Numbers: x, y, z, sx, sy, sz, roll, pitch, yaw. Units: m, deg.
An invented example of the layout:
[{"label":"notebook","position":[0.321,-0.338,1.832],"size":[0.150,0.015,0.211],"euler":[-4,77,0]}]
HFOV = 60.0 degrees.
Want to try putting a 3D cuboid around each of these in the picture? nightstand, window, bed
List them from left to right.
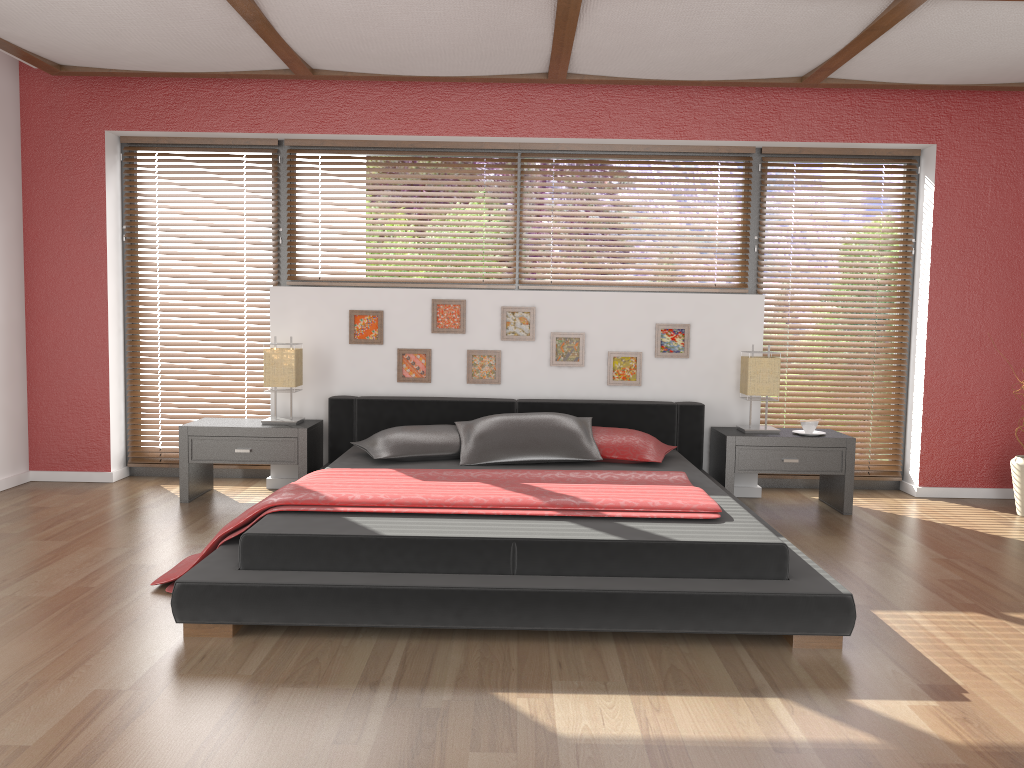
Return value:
[{"label":"window","position":[-1.919,-0.514,5.559],"size":[0.889,1.893,0.020],"euler":[1,4,0]},{"label":"nightstand","position":[-1.465,0.431,5.028],"size":[0.700,0.423,0.413],"euler":[1,4,0]},{"label":"bed","position":[-0.125,0.456,4.019],"size":[2.469,0.577,2.413],"euler":[1,4,0]},{"label":"window","position":[0.043,-1.020,5.507],"size":[2.817,0.786,0.020],"euler":[1,4,0]},{"label":"nightstand","position":[1.511,0.483,5.014],"size":[0.700,0.423,0.413],"euler":[1,4,0]},{"label":"window","position":[1.982,-0.445,5.540],"size":[0.889,1.893,0.020],"euler":[1,4,0]}]

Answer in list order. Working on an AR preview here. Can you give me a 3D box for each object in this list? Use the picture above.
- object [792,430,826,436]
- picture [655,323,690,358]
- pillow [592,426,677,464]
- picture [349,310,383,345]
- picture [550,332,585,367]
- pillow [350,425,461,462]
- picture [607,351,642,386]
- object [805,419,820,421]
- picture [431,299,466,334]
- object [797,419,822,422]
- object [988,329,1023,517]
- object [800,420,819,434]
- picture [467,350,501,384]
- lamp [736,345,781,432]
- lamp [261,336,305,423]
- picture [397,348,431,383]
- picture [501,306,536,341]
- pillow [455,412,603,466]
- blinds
[{"label":"object","position":[1.654,0.274,4.941],"size":[0.179,0.012,0.179],"euler":[3,5,25]},{"label":"picture","position":[0.942,-0.253,5.206],"size":[0.200,0.200,0.010],"euler":[1,4,0]},{"label":"pillow","position":[0.475,0.322,4.726],"size":[0.745,0.172,0.418],"euler":[3,5,19]},{"label":"picture","position":[-0.856,-0.333,5.211],"size":[0.200,0.200,0.010],"euler":[1,4,0]},{"label":"picture","position":[0.327,-0.203,5.214],"size":[0.200,0.200,0.010],"euler":[1,4,0]},{"label":"pillow","position":[-0.437,0.310,4.676],"size":[0.745,0.172,0.418],"euler":[-1,5,-24]},{"label":"picture","position":[0.664,-0.090,5.221],"size":[0.200,0.200,0.010],"euler":[1,4,0]},{"label":"object","position":[1.660,0.203,4.941],"size":[0.192,0.007,0.007],"euler":[-2,5,-35]},{"label":"picture","position":[-0.372,-0.396,5.203],"size":[0.200,0.200,0.010],"euler":[1,4,0]},{"label":"object","position":[1.652,0.204,4.919],"size":[0.192,0.007,0.007],"euler":[-2,5,-30]},{"label":"object","position":[2.801,0.210,4.864],"size":[0.422,1.035,0.364],"euler":[-1,5,-24]},{"label":"object","position":[1.655,0.241,4.939],"size":[0.099,0.069,0.099],"euler":[3,5,25]},{"label":"picture","position":[-0.165,-0.100,5.225],"size":[0.200,0.200,0.010],"euler":[1,4,0]},{"label":"lamp","position":[1.401,0.018,5.019],"size":[0.200,0.480,0.200],"euler":[1,4,0]},{"label":"lamp","position":[-1.297,-0.030,5.032],"size":[0.200,0.480,0.200],"euler":[1,4,0]},{"label":"picture","position":[-0.576,-0.108,5.227],"size":[0.200,0.200,0.010],"euler":[1,4,0]},{"label":"picture","position":[0.036,-0.354,5.204],"size":[0.200,0.200,0.010],"euler":[1,4,0]},{"label":"pillow","position":[0.076,0.274,4.584],"size":[0.744,0.241,0.386],"euler":[1,4,-4]},{"label":"blinds","position":[0.029,-0.439,5.484],"size":[4.840,1.952,0.032],"euler":[1,4,0]}]
